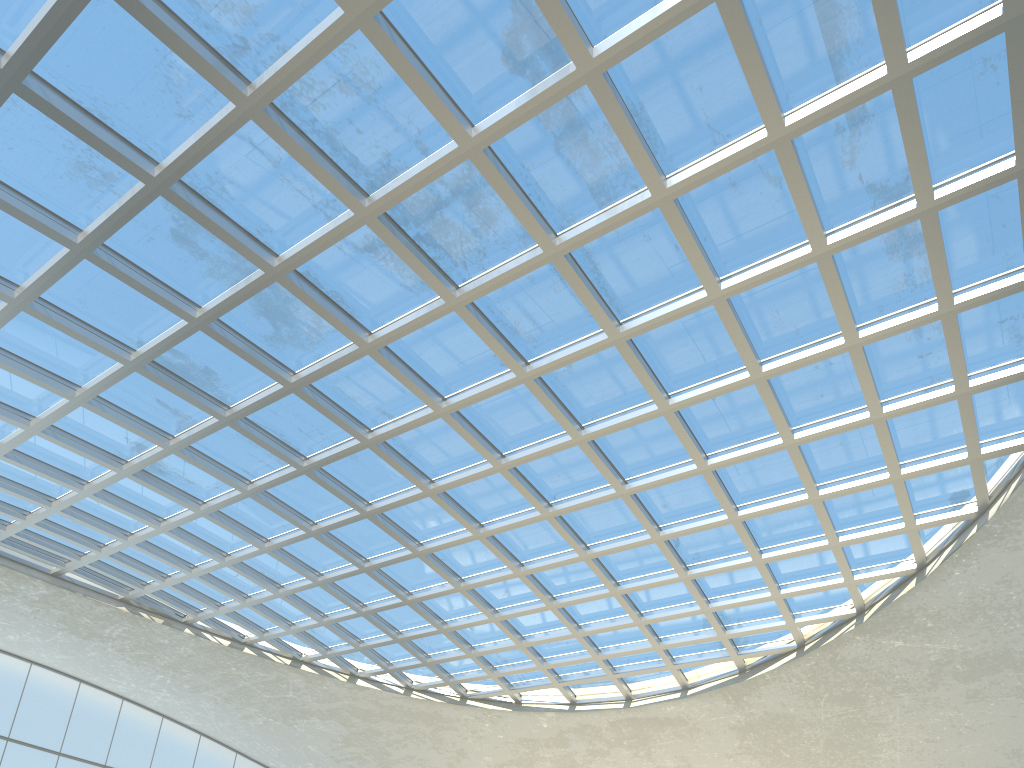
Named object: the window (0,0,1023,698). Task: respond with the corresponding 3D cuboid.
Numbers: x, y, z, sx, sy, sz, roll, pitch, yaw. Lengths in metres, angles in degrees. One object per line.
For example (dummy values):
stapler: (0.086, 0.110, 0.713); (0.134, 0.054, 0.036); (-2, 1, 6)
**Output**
window: (-10.808, 5.322, 44.731); (81.010, 9.560, 89.841); (-18, -44, 29)
